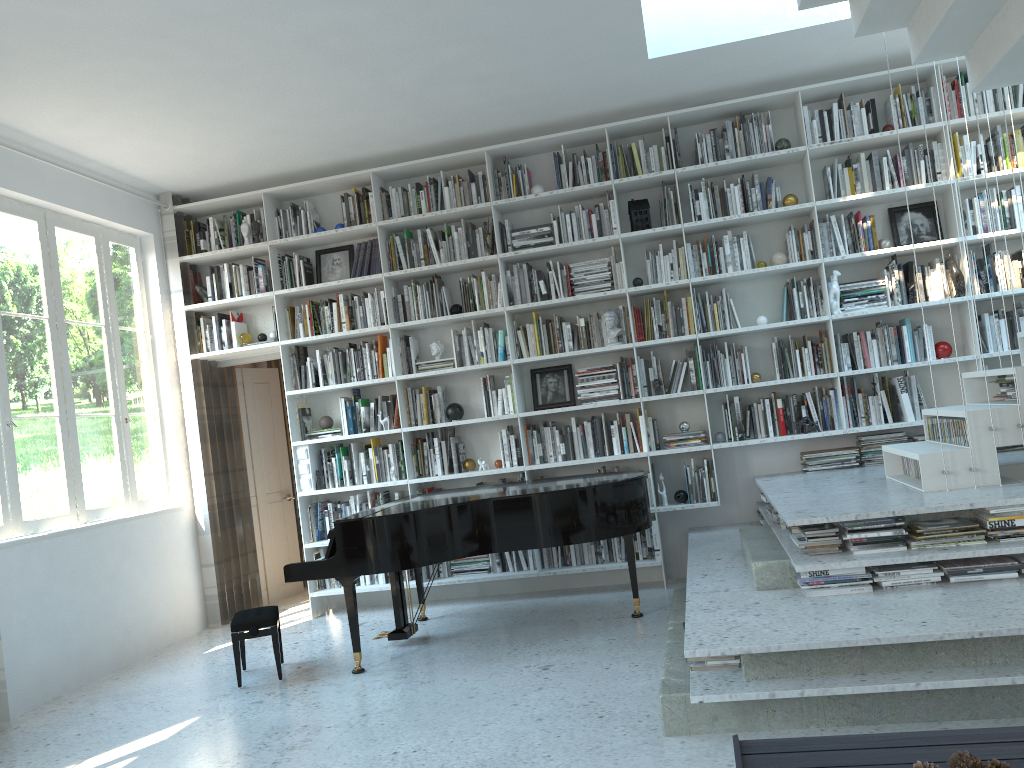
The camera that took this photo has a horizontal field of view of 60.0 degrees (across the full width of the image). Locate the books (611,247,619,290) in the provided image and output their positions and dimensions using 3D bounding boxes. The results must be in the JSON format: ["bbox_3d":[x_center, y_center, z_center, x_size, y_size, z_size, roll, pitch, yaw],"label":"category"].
[{"bbox_3d":[0.722,-0.784,6.146,0.012,0.319,0.140,-8,-2,11],"label":"books"}]

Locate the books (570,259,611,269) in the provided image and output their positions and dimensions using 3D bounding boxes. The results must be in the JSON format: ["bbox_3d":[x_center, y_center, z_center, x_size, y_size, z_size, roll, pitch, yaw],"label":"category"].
[{"bbox_3d":[0.547,-0.828,6.173,0.285,0.012,0.159,-7,-3,6],"label":"books"}]

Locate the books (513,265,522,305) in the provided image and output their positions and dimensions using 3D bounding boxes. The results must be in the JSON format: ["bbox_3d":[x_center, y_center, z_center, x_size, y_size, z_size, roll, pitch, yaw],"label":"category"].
[{"bbox_3d":[0.054,-0.683,6.272,0.026,0.297,0.179,-8,-2,11],"label":"books"}]

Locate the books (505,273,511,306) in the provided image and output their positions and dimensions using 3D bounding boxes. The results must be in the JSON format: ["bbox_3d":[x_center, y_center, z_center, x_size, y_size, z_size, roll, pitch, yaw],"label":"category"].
[{"bbox_3d":[-0.011,-0.652,6.298,0.012,0.254,0.161,-8,-2,11],"label":"books"}]

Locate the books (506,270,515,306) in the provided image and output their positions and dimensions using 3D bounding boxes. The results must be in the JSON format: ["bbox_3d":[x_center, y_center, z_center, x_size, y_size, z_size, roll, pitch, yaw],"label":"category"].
[{"bbox_3d":[0.005,-0.661,6.284,0.026,0.267,0.170,-8,-2,11],"label":"books"}]

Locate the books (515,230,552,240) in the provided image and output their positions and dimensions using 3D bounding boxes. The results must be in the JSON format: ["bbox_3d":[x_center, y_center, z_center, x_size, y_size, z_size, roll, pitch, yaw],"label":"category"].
[{"bbox_3d":[0.155,-1.038,6.258,0.254,0.025,0.161,-8,-3,7],"label":"books"}]

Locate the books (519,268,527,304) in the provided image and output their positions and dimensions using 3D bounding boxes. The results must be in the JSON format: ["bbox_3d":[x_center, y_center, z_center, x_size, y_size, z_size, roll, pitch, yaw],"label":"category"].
[{"bbox_3d":[0.093,-0.673,6.257,0.025,0.266,0.185,-8,-2,11],"label":"books"}]

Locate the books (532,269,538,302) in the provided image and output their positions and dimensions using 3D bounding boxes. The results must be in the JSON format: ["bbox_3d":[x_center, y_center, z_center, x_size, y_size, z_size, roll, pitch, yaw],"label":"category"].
[{"bbox_3d":[0.177,-0.676,6.249,0.014,0.250,0.172,-8,-2,11],"label":"books"}]

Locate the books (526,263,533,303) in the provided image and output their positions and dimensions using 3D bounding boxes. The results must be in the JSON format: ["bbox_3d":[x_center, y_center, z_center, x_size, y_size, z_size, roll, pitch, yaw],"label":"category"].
[{"bbox_3d":[0.138,-0.696,6.258,0.011,0.300,0.179,-8,-2,11],"label":"books"}]

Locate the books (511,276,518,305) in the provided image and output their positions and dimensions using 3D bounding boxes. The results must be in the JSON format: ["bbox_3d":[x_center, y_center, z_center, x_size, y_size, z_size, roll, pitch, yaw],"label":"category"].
[{"bbox_3d":[0.036,-0.645,6.294,0.027,0.228,0.147,-8,-2,11],"label":"books"}]

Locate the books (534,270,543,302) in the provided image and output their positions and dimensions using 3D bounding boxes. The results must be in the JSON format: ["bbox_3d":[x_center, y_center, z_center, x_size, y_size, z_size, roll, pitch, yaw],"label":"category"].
[{"bbox_3d":[0.190,-0.672,6.247,0.011,0.239,0.147,-8,-2,11],"label":"books"}]

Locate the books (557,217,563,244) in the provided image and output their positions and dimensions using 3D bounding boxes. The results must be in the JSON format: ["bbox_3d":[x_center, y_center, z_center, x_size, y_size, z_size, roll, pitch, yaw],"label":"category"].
[{"bbox_3d":[0.352,-1.055,6.239,0.024,0.223,0.128,-8,-2,11],"label":"books"}]

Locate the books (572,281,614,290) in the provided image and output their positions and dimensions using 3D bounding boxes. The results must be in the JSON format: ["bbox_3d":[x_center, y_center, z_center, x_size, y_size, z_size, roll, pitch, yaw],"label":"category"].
[{"bbox_3d":[0.567,-0.682,6.173,0.285,0.012,0.159,-8,-3,8],"label":"books"}]

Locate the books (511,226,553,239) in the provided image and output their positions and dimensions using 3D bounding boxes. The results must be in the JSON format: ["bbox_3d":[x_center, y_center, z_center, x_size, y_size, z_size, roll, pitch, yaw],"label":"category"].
[{"bbox_3d":[0.153,-1.063,6.263,0.285,0.024,0.159,-8,-3,13],"label":"books"}]

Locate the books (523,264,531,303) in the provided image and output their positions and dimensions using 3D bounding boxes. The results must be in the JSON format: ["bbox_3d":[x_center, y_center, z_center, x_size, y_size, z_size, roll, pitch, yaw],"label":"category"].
[{"bbox_3d":[0.121,-0.690,6.269,0.029,0.295,0.151,-8,-2,11],"label":"books"}]

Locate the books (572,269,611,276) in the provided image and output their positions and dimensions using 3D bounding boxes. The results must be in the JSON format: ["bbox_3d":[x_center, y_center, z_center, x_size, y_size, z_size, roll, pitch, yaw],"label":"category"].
[{"bbox_3d":[0.557,-0.766,6.178,0.254,0.012,0.161,-8,-3,13],"label":"books"}]

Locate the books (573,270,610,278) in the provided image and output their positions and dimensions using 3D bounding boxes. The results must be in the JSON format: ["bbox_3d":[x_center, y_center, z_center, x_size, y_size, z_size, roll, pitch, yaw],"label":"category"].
[{"bbox_3d":[0.558,-0.754,6.176,0.254,0.012,0.161,-8,-3,8],"label":"books"}]

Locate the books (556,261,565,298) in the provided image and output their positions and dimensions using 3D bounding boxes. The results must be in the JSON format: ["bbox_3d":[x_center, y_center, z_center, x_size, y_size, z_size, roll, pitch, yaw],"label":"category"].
[{"bbox_3d":[0.351,-0.709,6.203,0.021,0.269,0.191,-8,-2,11],"label":"books"}]

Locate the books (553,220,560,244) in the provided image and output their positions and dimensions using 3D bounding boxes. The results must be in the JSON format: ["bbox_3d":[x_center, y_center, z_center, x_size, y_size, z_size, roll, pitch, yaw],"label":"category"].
[{"bbox_3d":[0.325,-1.034,6.215,0.025,0.187,0.193,-8,-2,11],"label":"books"}]

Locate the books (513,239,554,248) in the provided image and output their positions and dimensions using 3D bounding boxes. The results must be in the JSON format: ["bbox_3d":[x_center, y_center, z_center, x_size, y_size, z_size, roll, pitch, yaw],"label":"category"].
[{"bbox_3d":[0.160,-0.984,6.258,0.285,0.012,0.159,-8,-3,8],"label":"books"}]

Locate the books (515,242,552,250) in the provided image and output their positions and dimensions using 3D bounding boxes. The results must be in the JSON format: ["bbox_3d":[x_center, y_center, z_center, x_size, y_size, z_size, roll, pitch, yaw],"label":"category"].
[{"bbox_3d":[0.163,-0.960,6.254,0.254,0.012,0.161,-8,-3,16],"label":"books"}]

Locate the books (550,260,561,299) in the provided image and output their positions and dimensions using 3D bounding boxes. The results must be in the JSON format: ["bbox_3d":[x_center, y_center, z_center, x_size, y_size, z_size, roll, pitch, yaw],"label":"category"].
[{"bbox_3d":[0.318,-0.715,6.224,0.049,0.291,0.162,-8,-2,11],"label":"books"}]

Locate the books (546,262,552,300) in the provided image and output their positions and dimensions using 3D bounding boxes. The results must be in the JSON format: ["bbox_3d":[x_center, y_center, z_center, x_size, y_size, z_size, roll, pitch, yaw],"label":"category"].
[{"bbox_3d":[0.270,-0.706,6.238,0.022,0.285,0.130,-8,-2,11],"label":"books"}]

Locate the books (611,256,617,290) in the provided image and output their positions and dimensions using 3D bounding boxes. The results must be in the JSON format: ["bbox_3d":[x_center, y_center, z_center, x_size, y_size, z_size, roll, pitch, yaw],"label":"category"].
[{"bbox_3d":[0.711,-0.750,6.132,0.012,0.254,0.161,-8,-2,11],"label":"books"}]

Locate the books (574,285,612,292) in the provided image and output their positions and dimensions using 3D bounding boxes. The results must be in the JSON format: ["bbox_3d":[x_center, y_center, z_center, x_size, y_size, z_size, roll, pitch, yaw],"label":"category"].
[{"bbox_3d":[0.571,-0.658,6.179,0.254,0.012,0.161,-8,-3,11],"label":"books"}]

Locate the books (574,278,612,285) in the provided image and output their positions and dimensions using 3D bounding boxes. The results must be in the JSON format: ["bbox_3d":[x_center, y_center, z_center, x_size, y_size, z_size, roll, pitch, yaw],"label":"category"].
[{"bbox_3d":[0.564,-0.706,6.176,0.254,0.012,0.161,-8,-3,9],"label":"books"}]

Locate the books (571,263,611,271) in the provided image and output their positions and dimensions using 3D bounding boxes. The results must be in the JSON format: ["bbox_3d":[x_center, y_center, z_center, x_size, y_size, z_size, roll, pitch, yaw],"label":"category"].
[{"bbox_3d":[0.552,-0.804,6.180,0.254,0.012,0.161,-8,-3,13],"label":"books"}]

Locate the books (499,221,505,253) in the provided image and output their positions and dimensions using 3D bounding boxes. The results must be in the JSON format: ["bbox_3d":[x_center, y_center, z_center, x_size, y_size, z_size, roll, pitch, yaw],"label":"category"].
[{"bbox_3d":[-0.056,-1.015,6.310,0.012,0.254,0.161,-8,-2,11],"label":"books"}]

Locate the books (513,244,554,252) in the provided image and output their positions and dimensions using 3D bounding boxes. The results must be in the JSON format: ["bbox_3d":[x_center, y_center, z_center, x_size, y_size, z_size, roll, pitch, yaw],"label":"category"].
[{"bbox_3d":[0.165,-0.948,6.257,0.285,0.012,0.159,-8,-3,14],"label":"books"}]

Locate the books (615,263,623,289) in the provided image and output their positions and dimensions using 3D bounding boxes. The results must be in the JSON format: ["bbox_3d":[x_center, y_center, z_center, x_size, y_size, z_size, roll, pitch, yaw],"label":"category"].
[{"bbox_3d":[0.749,-0.727,6.137,0.030,0.198,0.172,-8,-2,11],"label":"books"}]

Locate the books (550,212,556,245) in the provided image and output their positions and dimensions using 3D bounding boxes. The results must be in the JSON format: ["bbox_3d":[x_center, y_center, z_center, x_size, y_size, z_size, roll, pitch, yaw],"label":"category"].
[{"bbox_3d":[0.304,-1.065,6.224,0.012,0.254,0.161,-8,-2,11],"label":"books"}]

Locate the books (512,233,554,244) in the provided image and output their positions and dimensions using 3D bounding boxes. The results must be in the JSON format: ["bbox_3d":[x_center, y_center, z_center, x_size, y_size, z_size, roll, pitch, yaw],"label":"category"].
[{"bbox_3d":[0.157,-1.014,6.254,0.285,0.024,0.159,-8,-3,16],"label":"books"}]

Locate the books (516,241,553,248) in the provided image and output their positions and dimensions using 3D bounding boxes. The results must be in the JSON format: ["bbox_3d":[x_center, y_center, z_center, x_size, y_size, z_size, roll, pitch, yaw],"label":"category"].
[{"bbox_3d":[0.162,-0.972,6.258,0.254,0.012,0.161,-8,-3,8],"label":"books"}]

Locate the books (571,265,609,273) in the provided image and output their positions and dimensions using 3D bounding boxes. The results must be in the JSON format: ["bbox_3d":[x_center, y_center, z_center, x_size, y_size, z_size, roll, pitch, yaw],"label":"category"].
[{"bbox_3d":[0.552,-0.790,6.173,0.254,0.012,0.161,-8,-3,16],"label":"books"}]

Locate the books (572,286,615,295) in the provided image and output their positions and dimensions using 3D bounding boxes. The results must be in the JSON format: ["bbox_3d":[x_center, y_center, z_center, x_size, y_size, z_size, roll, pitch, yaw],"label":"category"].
[{"bbox_3d":[0.573,-0.646,6.177,0.285,0.012,0.159,-8,-3,12],"label":"books"}]

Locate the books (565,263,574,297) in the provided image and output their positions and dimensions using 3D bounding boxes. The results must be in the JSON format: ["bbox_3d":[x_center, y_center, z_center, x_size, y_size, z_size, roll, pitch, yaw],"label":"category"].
[{"bbox_3d":[0.405,-0.706,6.186,0.013,0.246,0.176,-8,-2,11],"label":"books"}]

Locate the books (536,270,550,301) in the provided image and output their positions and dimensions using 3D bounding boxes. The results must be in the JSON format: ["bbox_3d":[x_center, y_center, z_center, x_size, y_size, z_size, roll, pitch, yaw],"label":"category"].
[{"bbox_3d":[0.227,-0.676,6.233,0.066,0.236,0.153,-8,-2,11],"label":"books"}]

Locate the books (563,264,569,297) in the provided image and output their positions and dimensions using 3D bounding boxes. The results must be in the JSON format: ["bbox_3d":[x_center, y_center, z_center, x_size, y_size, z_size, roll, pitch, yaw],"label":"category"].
[{"bbox_3d":[0.394,-0.703,6.201,0.015,0.245,0.183,-8,-2,11],"label":"books"}]

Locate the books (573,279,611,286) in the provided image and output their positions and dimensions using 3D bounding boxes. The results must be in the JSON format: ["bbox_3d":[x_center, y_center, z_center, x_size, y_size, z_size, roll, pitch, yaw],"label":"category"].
[{"bbox_3d":[0.566,-0.694,6.176,0.254,0.012,0.161,-8,-3,13],"label":"books"}]

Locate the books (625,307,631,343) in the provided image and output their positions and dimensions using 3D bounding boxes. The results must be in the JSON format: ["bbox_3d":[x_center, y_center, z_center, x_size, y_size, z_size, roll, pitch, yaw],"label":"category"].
[{"bbox_3d":[0.807,-0.394,6.129,0.014,0.261,0.137,-8,-2,11],"label":"books"}]

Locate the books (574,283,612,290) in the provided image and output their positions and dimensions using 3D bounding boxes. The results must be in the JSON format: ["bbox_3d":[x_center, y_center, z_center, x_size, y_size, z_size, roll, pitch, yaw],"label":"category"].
[{"bbox_3d":[0.569,-0.670,6.177,0.254,0.012,0.161,-8,-3,10],"label":"books"}]

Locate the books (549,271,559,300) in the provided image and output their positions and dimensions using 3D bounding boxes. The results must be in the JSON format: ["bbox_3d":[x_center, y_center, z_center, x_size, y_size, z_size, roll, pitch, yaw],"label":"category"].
[{"bbox_3d":[0.295,-0.675,6.226,0.024,0.216,0.148,-8,-2,11],"label":"books"}]

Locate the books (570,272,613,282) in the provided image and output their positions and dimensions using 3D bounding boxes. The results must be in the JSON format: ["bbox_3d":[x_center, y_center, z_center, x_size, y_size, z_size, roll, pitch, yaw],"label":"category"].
[{"bbox_3d":[0.559,-0.742,6.175,0.285,0.012,0.159,-8,-3,14],"label":"books"}]

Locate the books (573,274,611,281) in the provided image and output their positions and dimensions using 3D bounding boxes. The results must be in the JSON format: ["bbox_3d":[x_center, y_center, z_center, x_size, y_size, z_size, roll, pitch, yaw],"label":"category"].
[{"bbox_3d":[0.562,-0.730,6.179,0.254,0.012,0.161,-8,-3,12],"label":"books"}]

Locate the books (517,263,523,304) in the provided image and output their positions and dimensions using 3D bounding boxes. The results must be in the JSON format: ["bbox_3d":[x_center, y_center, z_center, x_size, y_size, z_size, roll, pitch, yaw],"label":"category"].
[{"bbox_3d":[0.076,-0.693,6.287,0.014,0.313,0.133,-8,-2,11],"label":"books"}]

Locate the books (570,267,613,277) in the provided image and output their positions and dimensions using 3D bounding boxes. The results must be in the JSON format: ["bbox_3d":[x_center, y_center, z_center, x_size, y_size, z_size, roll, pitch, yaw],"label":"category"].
[{"bbox_3d":[0.556,-0.778,6.181,0.285,0.012,0.159,-8,-3,10],"label":"books"}]

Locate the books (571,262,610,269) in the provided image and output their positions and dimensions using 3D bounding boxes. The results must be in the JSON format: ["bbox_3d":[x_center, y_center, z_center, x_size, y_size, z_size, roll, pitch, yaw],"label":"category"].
[{"bbox_3d":[0.551,-0.816,6.184,0.254,0.012,0.161,-8,-3,11],"label":"books"}]

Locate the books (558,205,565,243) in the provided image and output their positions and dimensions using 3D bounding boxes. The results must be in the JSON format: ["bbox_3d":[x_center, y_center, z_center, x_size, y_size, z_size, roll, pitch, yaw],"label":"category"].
[{"bbox_3d":[0.357,-1.088,6.196,0.011,0.284,0.190,-8,-2,11],"label":"books"}]

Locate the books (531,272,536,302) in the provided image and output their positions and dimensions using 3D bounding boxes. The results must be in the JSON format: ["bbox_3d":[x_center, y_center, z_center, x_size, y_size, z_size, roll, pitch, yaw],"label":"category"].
[{"bbox_3d":[0.165,-0.665,6.255,0.014,0.233,0.147,-8,-2,11],"label":"books"}]

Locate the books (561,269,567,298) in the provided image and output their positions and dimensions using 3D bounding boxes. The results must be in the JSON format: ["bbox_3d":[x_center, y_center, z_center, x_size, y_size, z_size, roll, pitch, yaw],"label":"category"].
[{"bbox_3d":[0.379,-0.686,6.213,0.024,0.216,0.132,-8,-2,11],"label":"books"}]

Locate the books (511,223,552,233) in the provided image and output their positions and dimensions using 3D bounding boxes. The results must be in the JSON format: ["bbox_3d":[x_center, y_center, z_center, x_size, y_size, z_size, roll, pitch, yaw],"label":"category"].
[{"bbox_3d":[0.151,-1.087,6.269,0.285,0.024,0.159,-8,-3,11],"label":"books"}]

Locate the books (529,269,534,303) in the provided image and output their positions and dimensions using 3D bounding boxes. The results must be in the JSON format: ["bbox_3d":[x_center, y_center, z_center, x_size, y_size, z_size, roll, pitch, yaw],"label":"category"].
[{"bbox_3d":[0.152,-0.673,6.257,0.011,0.252,0.153,-8,-2,11],"label":"books"}]

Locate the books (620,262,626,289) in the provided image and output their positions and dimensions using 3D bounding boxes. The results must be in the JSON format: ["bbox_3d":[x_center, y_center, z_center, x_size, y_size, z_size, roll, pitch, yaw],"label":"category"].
[{"bbox_3d":[0.778,-0.734,6.137,0.030,0.205,0.158,-8,-2,11],"label":"books"}]

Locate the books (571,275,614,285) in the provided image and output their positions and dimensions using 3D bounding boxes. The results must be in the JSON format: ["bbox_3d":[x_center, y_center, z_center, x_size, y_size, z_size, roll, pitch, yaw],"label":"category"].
[{"bbox_3d":[0.563,-0.718,6.179,0.285,0.012,0.159,-8,-3,12],"label":"books"}]

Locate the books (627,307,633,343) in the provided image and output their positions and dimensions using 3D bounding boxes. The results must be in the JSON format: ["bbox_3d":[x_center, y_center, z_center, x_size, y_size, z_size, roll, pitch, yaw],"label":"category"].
[{"bbox_3d":[0.826,-0.398,6.133,0.023,0.264,0.107,-8,-2,11],"label":"books"}]

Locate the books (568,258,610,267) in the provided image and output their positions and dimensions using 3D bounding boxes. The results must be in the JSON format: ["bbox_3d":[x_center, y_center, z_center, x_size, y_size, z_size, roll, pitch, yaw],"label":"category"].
[{"bbox_3d":[0.547,-0.840,6.181,0.285,0.012,0.159,-8,-3,13],"label":"books"}]

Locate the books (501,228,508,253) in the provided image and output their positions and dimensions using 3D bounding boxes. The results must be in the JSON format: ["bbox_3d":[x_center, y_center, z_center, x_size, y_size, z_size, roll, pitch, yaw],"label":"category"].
[{"bbox_3d":[-0.038,-0.992,6.286,0.027,0.201,0.167,-8,-2,11],"label":"books"}]

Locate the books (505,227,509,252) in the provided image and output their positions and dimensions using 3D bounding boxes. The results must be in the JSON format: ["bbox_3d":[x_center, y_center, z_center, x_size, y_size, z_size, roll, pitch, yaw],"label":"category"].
[{"bbox_3d":[-0.017,-1.003,6.295,0.013,0.218,0.141,-8,-2,11],"label":"books"}]

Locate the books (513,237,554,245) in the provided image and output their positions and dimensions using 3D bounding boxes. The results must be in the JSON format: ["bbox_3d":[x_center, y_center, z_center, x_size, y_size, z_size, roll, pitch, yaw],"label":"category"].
[{"bbox_3d":[0.159,-0.996,6.261,0.285,0.012,0.159,-8,-3,9],"label":"books"}]
